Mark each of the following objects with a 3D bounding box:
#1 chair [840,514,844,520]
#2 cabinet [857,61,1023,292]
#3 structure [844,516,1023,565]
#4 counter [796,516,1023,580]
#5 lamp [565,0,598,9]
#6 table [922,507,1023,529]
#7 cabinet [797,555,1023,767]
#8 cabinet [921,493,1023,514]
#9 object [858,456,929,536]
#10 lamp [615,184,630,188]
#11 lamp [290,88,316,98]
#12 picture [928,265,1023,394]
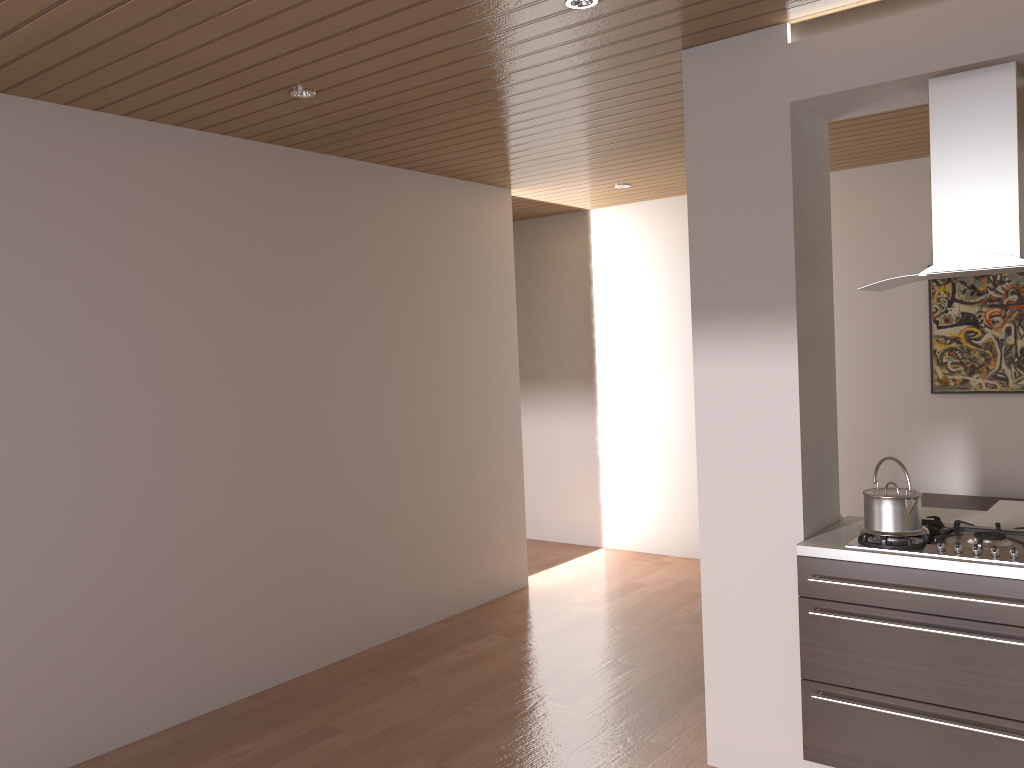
[{"bbox_3d":[1.586,0.977,3.918,0.608,0.847,0.491,0,3,43],"label":"chair"},{"bbox_3d":[1.675,-0.499,2.062,2.058,1.032,1.399,-1,3,42],"label":"cabinet"},{"bbox_3d":[1.584,0.509,2.940,0.797,0.047,0.494,-1,3,38],"label":"structure"},{"bbox_3d":[1.613,0.580,2.121,2.150,0.036,1.850,-1,3,38],"label":"counter"},{"bbox_3d":[0.217,-1.217,2.764,0.102,0.055,0.102,-2,2,21],"label":"lamp"},{"bbox_3d":[2.007,1.011,3.718,0.800,0.758,1.100,-1,3,38],"label":"table"},{"bbox_3d":[1.633,1.032,2.138,2.150,0.870,1.850,-1,3,38],"label":"cabinet"},{"bbox_3d":[2.959,0.994,5.008,1.740,0.608,0.540,-1,3,38],"label":"cabinet"},{"bbox_3d":[1.290,0.371,3.011,0.221,0.251,0.221,-1,3,31],"label":"object"},{"bbox_3d":[0.749,-1.365,6.016,0.102,0.055,0.102,-2,2,21],"label":"lamp"},{"bbox_3d":[-0.849,-1.202,3.594,0.102,0.055,0.102,-2,2,10],"label":"lamp"},{"bbox_3d":[3.110,-0.346,5.143,1.277,0.801,0.018,-1,3,38],"label":"picture"}]
